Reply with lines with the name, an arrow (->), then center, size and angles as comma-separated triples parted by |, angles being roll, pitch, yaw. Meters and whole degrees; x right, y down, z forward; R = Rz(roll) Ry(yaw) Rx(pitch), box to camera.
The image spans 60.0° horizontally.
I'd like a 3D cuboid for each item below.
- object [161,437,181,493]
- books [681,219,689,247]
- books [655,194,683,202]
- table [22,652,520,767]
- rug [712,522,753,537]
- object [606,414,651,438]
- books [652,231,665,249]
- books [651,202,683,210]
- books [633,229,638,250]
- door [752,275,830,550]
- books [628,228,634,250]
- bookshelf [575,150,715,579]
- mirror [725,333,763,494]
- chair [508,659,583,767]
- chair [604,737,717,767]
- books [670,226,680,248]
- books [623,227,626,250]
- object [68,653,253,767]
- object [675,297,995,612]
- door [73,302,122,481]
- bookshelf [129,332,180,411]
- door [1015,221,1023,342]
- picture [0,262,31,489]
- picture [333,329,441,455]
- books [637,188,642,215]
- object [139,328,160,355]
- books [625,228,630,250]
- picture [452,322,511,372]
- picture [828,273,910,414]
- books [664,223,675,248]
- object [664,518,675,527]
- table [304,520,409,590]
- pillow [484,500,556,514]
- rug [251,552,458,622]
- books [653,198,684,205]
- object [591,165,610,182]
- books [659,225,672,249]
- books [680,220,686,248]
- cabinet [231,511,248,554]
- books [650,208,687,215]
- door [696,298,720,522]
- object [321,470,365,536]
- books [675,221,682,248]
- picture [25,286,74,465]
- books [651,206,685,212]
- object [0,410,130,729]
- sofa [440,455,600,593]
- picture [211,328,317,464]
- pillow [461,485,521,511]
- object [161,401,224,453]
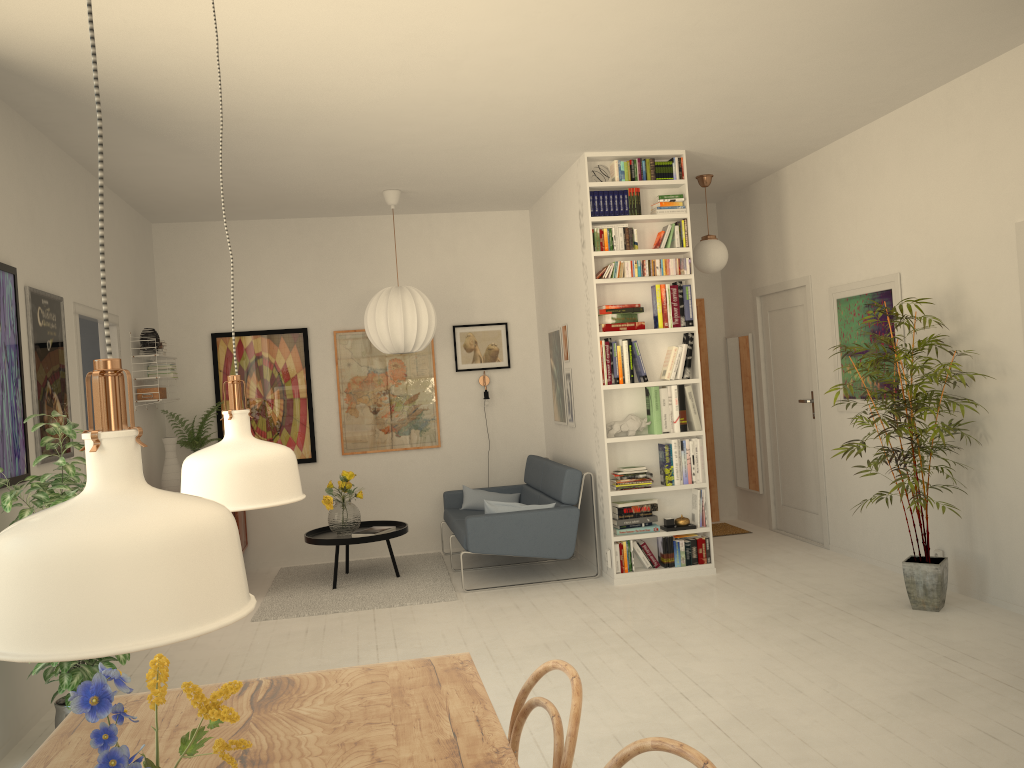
object -> -2.473, 0.611, 6.448 | 0.160, 0.445, 0.158 | -4, 0, 30
books -> 1.174, -1.030, 6.159 | 0.022, 0.199, 0.212 | -4, 0, -10
books -> 1.076, -1.275, 6.143 | 0.169, 0.032, 0.188 | -4, 0, -5
table -> -0.361, 1.055, 1.215 | 0.894, 0.749, 1.797 | -4, 0, -10
rug -> 1.498, 1.278, 7.592 | 0.941, 0.002, 0.553 | -4, 0, -10
object -> 0.792, 0.278, 6.036 | 0.311, 0.150, 0.137 | -4, 0, -2
books -> 0.998, -0.983, 6.155 | 0.073, 0.129, 0.200 | -4, 0, -10
books -> 1.054, -1.225, 6.144 | 0.173, 0.030, 0.199 | -4, 0, -20
books -> 0.825, -0.975, 6.090 | 0.020, 0.145, 0.189 | -4, 0, -10
door -> 2.246, 0.210, 7.027 | 0.166, 2.033, 0.955 | -4, 0, -10
books -> 0.790, -0.978, 6.064 | 0.023, 0.153, 0.176 | -4, 0, -10
bookshelf -> 0.912, -0.126, 6.108 | 0.710, 2.900, 0.249 | -4, 0, -10
mirror -> 2.035, 0.254, 7.798 | 0.029, 1.370, 0.500 | -4, 0, -10
chair -> -0.078, 0.994, 1.750 | 0.483, 0.811, 0.385 | -4, 0, -13
chair -> 0.101, 0.984, 1.271 | 0.484, 0.811, 0.385 | -4, 0, -28
books -> 1.111, -1.002, 6.146 | 0.030, 0.153, 0.199 | -4, 0, -10
books -> 0.746, -0.978, 6.070 | 0.013, 0.159, 0.176 | -4, 0, -10
object -> -0.391, 0.489, 0.971 | 0.206, 0.388, 0.145 | -4, 0, 42
object -> 1.907, 0.403, 5.370 | 0.778, 1.711, 2.088 | -4, 0, -29
door -> -2.932, 0.581, 5.430 | 0.882, 2.033, 0.955 | -4, 0, -10
bookshelf -> -2.660, -0.091, 6.636 | 0.184, 0.565, 0.695 | -4, 0, -10
door -> 2.774, 0.188, 4.048 | 0.166, 2.033, 0.955 | -4, 0, -10
picture -> -2.249, -0.048, 3.887 | 0.018, 0.999, 0.546 | -4, 0, -10
picture -> -1.061, 0.049, 7.565 | 0.838, 1.052, 0.012 | -4, 0, -10
books -> 0.846, -1.235, 6.120 | 0.020, 0.191, 0.205 | -4, 0, -10
object -> -2.612, -0.307, 6.398 | 0.139, 0.200, 0.139 | -4, 0, 34
books -> 0.761, -0.977, 6.093 | 0.024, 0.155, 0.206 | -4, 0, -10
picture -> -0.264, -0.321, 7.710 | 0.481, 0.402, 0.015 | -4, 0, -10
picture -> 2.351, -0.247, 5.884 | 0.012, 0.877, 0.822 | -4, 0, -10
books -> 1.066, -1.008, 6.142 | 0.065, 0.168, 0.228 | -4, 0, -10
object -> 1.077, 0.949, 6.075 | 0.058, 0.055, 0.058 | -4, 0, -10
table -> -1.140, 1.271, 6.584 | 0.761, 0.386, 0.761 | -4, 0, 6
pillow -> 0.040, 0.944, 6.137 | 0.533, 0.353, 0.141 | -4, 0, -10
rug -> -1.126, 1.462, 6.540 | 1.304, 0.012, 1.660 | -4, 0, -8
books -> 1.072, -1.250, 6.125 | 0.179, 0.016, 0.208 | -4, 0, -5
object -> 0.601, -1.419, 6.008 | 0.131, 0.131, 0.131 | -4, 0, -14
books -> 1.032, -1.003, 6.149 | 0.092, 0.165, 0.222 | -4, 0, -10
books -> 1.155, -1.023, 6.158 | 0.014, 0.188, 0.218 | -4, 0, -10
cabinet -> -2.350, 1.188, 6.660 | 0.546, 0.727, 1.262 | -4, 0, -10
books -> 1.067, -1.173, 6.148 | 0.214, 0.038, 0.222 | -4, 0, -10
door -> 1.354, 0.268, 8.036 | 0.931, 2.033, 0.159 | -4, 0, -10
object -> -1.263, 0.885, 6.598 | 0.291, 0.471, 0.361 | -4, 0, 28
books -> 1.134, -1.021, 6.167 | 0.022, 0.187, 0.186 | -4, 0, -10
picture -> -2.369, -0.040, 4.559 | 0.020, 0.869, 0.525 | -4, 0, -10
books -> 1.067, -1.202, 6.147 | 0.200, 0.018, 0.208 | -4, 0, -10
object -> -1.855, 0.820, 3.681 | 0.568, 1.424, 0.514 | -4, 0, 33
sofa -> -0.010, 1.001, 6.784 | 0.964, 0.773, 1.603 | -4, 0, -10
picture -> -2.062, 0.120, 7.383 | 0.778, 1.134, 0.018 | -4, 0, -10
pillow -> -0.178, 0.963, 7.395 | 0.540, 0.277, 0.157 | -4, 0, -9
object -> -2.507, 0.489, 7.093 | 0.476, 0.686, 0.398 | -4, 0, -8
